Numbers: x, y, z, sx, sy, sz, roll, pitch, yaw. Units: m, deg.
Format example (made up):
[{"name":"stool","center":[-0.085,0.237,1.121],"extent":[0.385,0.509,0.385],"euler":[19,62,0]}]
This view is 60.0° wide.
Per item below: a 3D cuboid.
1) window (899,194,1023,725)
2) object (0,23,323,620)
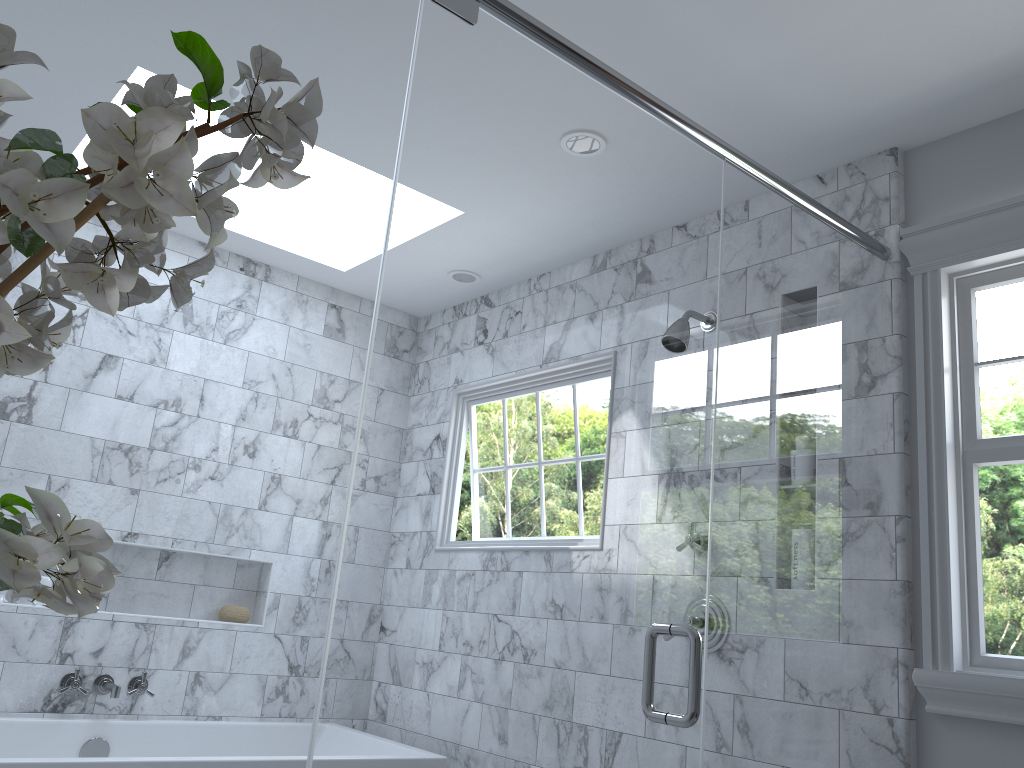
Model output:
[{"name":"window","center":[1.388,0.117,1.920],"extent":[0.149,1.248,1.040],"euler":[18,-19,-37]},{"name":"object","center":[-0.385,0.040,0.679],"extent":[0.374,0.706,0.225],"euler":[8,-16,-7]}]
